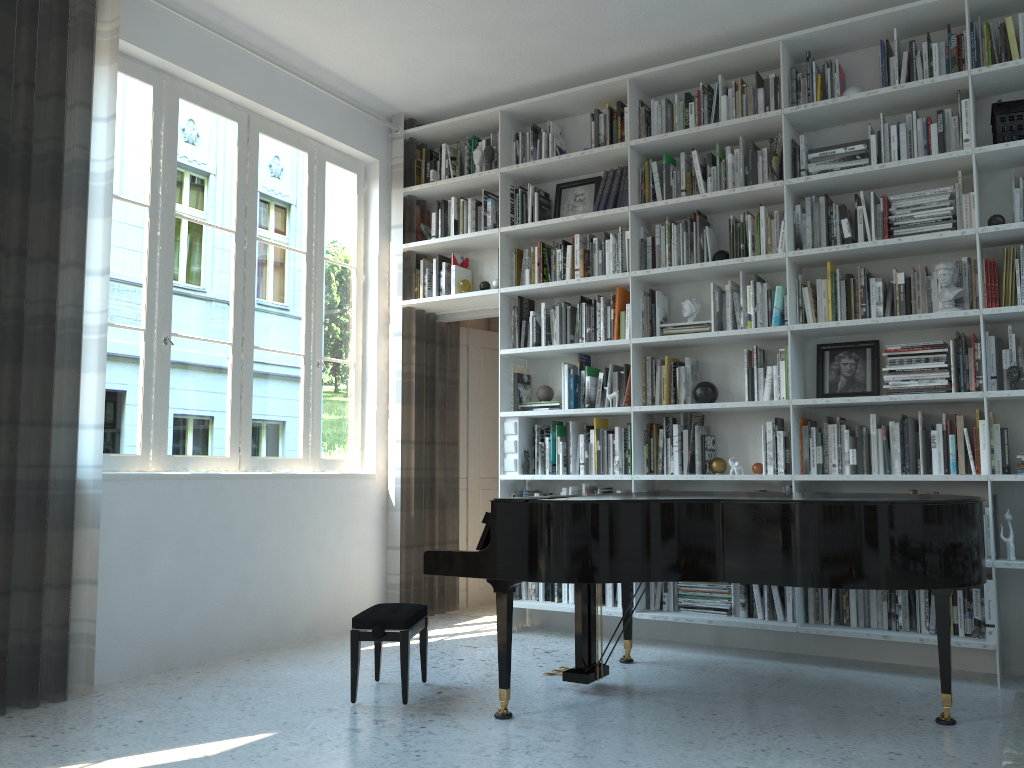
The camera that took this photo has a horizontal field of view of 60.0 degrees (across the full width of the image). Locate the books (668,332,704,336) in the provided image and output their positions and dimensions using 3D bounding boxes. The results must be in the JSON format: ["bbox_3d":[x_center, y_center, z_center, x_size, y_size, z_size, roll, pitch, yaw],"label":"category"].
[{"bbox_3d":[0.978,-0.257,4.855,0.254,0.012,0.161,-4,-7,31],"label":"books"}]

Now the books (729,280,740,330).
[{"bbox_3d":[1.186,-0.397,4.719,0.012,0.285,0.167,-3,-6,31],"label":"books"}]

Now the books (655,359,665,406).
[{"bbox_3d":[0.837,0.003,4.905,0.036,0.263,0.166,-3,-6,31],"label":"books"}]

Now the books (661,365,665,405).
[{"bbox_3d":[0.865,0.019,4.890,0.025,0.228,0.153,-3,-6,31],"label":"books"}]

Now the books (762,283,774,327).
[{"bbox_3d":[1.347,-0.389,4.648,0.022,0.256,0.152,-3,-6,31],"label":"books"}]

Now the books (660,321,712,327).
[{"bbox_3d":[0.973,-0.319,4.853,0.285,0.012,0.159,-3,-7,27],"label":"books"}]

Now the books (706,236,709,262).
[{"bbox_3d":[1.083,-0.716,4.833,0.004,0.209,0.132,-3,-6,31],"label":"books"}]

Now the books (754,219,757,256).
[{"bbox_3d":[1.310,-0.744,4.703,0.011,0.235,0.130,-3,-6,31],"label":"books"}]

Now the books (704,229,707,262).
[{"bbox_3d":[1.077,-0.720,4.840,0.012,0.217,0.151,-3,-6,31],"label":"books"}]

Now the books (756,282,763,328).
[{"bbox_3d":[1.318,-0.391,4.643,0.023,0.259,0.170,-3,-6,31],"label":"books"}]

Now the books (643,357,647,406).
[{"bbox_3d":[0.769,-0.002,4.960,0.012,0.285,0.159,-3,-6,31],"label":"books"}]

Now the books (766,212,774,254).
[{"bbox_3d":[1.361,-0.758,4.658,0.010,0.257,0.140,-3,-6,31],"label":"books"}]

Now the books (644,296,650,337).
[{"bbox_3d":[0.780,-0.356,4.977,0.024,0.257,0.134,-3,-6,31],"label":"books"}]

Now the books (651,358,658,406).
[{"bbox_3d":[0.814,-0.001,4.927,0.026,0.274,0.154,-3,-6,31],"label":"books"}]

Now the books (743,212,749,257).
[{"bbox_3d":[1.258,-0.762,4.721,0.005,0.275,0.157,-3,-6,31],"label":"books"}]

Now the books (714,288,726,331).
[{"bbox_3d":[1.128,-0.374,4.750,0.030,0.247,0.174,-3,-6,31],"label":"books"}]

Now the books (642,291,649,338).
[{"bbox_3d":[0.768,-0.368,4.992,0.012,0.285,0.159,-3,-6,31],"label":"books"}]

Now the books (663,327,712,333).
[{"bbox_3d":[0.973,-0.283,4.848,0.254,0.012,0.161,-3,-6,26],"label":"books"}]

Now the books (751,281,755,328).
[{"bbox_3d":[1.288,-0.393,4.650,0.012,0.265,0.193,-3,-6,31],"label":"books"}]

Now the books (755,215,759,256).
[{"bbox_3d":[1.315,-0.754,4.686,0.017,0.253,0.139,-3,-6,31],"label":"books"}]

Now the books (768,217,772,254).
[{"bbox_3d":[1.372,-0.745,4.654,0.011,0.229,0.166,-3,-6,31],"label":"books"}]

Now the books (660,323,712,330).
[{"bbox_3d":[0.976,-0.306,4.856,0.285,0.012,0.159,-4,-7,33],"label":"books"}]

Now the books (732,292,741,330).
[{"bbox_3d":[1.220,-0.366,4.715,0.048,0.224,0.149,-3,-6,31],"label":"books"}]

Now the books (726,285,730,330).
[{"bbox_3d":[1.177,-0.385,4.737,0.022,0.267,0.151,-3,-6,31],"label":"books"}]

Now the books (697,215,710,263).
[{"bbox_3d":[1.046,-0.756,4.830,0.011,0.286,0.189,-3,-6,31],"label":"books"}]

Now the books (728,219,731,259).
[{"bbox_3d":[1.193,-0.746,4.768,0.005,0.254,0.161,-3,-6,31],"label":"books"}]

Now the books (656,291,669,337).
[{"bbox_3d":[0.839,-0.369,4.945,0.021,0.277,0.136,-3,-6,31],"label":"books"}]

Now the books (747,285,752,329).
[{"bbox_3d":[1.276,-0.382,4.668,0.028,0.246,0.170,-3,-6,31],"label":"books"}]

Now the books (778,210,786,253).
[{"bbox_3d":[1.428,-0.756,4.585,0.064,0.236,0.209,-3,-6,31],"label":"books"}]

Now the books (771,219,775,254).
[{"bbox_3d":[1.387,-0.739,4.645,0.024,0.216,0.142,-3,-6,31],"label":"books"}]

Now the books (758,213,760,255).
[{"bbox_3d":[1.326,-0.756,4.672,0.006,0.252,0.180,-3,-6,31],"label":"books"}]

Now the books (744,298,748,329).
[{"bbox_3d":[1.263,-0.351,4.695,0.025,0.189,0.140,-3,-6,31],"label":"books"}]

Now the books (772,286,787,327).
[{"bbox_3d":[1.393,-0.380,4.593,0.060,0.227,0.179,-3,-6,31],"label":"books"}]

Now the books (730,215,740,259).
[{"bbox_3d":[1.204,-0.757,4.771,0.012,0.275,0.129,-3,-6,31],"label":"books"}]

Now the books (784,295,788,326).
[{"bbox_3d":[1.440,-0.358,4.584,0.027,0.181,0.142,-3,-6,31],"label":"books"}]

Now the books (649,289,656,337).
[{"bbox_3d":[0.804,-0.375,4.985,0.011,0.297,0.136,-3,-6,31],"label":"books"}]

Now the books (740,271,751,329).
[{"bbox_3d":[1.241,-0.421,4.697,0.010,0.329,0.173,-3,-6,31],"label":"books"}]

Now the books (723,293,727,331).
[{"bbox_3d":[1.165,-0.363,4.760,0.024,0.226,0.137,-3,-6,31],"label":"books"}]

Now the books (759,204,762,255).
[{"bbox_3d":[1.332,-0.781,4.673,0.006,0.303,0.165,-3,-6,31],"label":"books"}]

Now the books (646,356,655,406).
[{"bbox_3d":[0.790,-0.005,4.936,0.025,0.284,0.145,-3,-6,31],"label":"books"}]

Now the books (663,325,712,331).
[{"bbox_3d":[0.975,-0.295,4.853,0.254,0.012,0.161,-3,-7,28],"label":"books"}]

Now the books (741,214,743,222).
[{"bbox_3d":[1.252,-0.756,4.736,0.009,0.266,0.149,-3,-6,31],"label":"books"}]

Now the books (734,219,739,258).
[{"bbox_3d":[1.212,-0.742,4.723,0.005,0.236,0.178,-3,-6,31],"label":"books"}]

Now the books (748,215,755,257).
[{"bbox_3d":[1.281,-0.751,4.678,0.013,0.243,0.189,-3,-6,31],"label":"books"}]

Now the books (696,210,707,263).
[{"bbox_3d":[1.043,-0.775,4.859,0.005,0.330,0.161,-3,-6,31],"label":"books"}]

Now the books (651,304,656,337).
[{"bbox_3d":[0.818,-0.334,4.960,0.034,0.209,0.136,-3,-6,31],"label":"books"}]

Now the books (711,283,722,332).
[{"bbox_3d":[1.104,-0.391,4.773,0.012,0.285,0.159,-3,-6,31],"label":"books"}]

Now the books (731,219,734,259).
[{"bbox_3d":[1.201,-0.743,4.740,0.005,0.240,0.174,-3,-6,31],"label":"books"}]

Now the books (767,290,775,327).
[{"bbox_3d":[1.368,-0.372,4.635,0.026,0.219,0.150,-3,-6,31],"label":"books"}]

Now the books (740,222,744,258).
[{"bbox_3d":[1.242,-0.734,4.703,0.006,0.216,0.181,-3,-6,31],"label":"books"}]

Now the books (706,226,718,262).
[{"bbox_3d":[1.093,-0.729,4.820,0.031,0.232,0.148,-3,-6,31],"label":"books"}]

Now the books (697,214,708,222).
[{"bbox_3d":[1.046,-0.762,4.854,0.005,0.305,0.162,-3,-6,31],"label":"books"}]

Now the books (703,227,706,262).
[{"bbox_3d":[1.072,-0.728,4.851,0.009,0.236,0.135,-3,-6,31],"label":"books"}]

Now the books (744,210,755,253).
[{"bbox_3d":[1.279,-0.768,4.721,0.033,0.287,0.155,-3,-6,31],"label":"books"}]

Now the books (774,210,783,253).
[{"bbox_3d":[1.402,-0.762,4.627,0.022,0.257,0.155,-3,-6,31],"label":"books"}]

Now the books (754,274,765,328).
[{"bbox_3d":[1.303,-0.411,4.652,0.011,0.300,0.178,-3,-6,31],"label":"books"}]

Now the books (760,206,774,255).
[{"bbox_3d":[1.344,-0.772,4.661,0.022,0.284,0.190,-3,-6,31],"label":"books"}]

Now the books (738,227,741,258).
[{"bbox_3d":[1.239,-0.723,4.731,0.011,0.199,0.162,-3,-6,31],"label":"books"}]

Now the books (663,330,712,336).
[{"bbox_3d":[0.974,-0.270,4.849,0.254,0.012,0.161,-3,-7,27],"label":"books"}]
